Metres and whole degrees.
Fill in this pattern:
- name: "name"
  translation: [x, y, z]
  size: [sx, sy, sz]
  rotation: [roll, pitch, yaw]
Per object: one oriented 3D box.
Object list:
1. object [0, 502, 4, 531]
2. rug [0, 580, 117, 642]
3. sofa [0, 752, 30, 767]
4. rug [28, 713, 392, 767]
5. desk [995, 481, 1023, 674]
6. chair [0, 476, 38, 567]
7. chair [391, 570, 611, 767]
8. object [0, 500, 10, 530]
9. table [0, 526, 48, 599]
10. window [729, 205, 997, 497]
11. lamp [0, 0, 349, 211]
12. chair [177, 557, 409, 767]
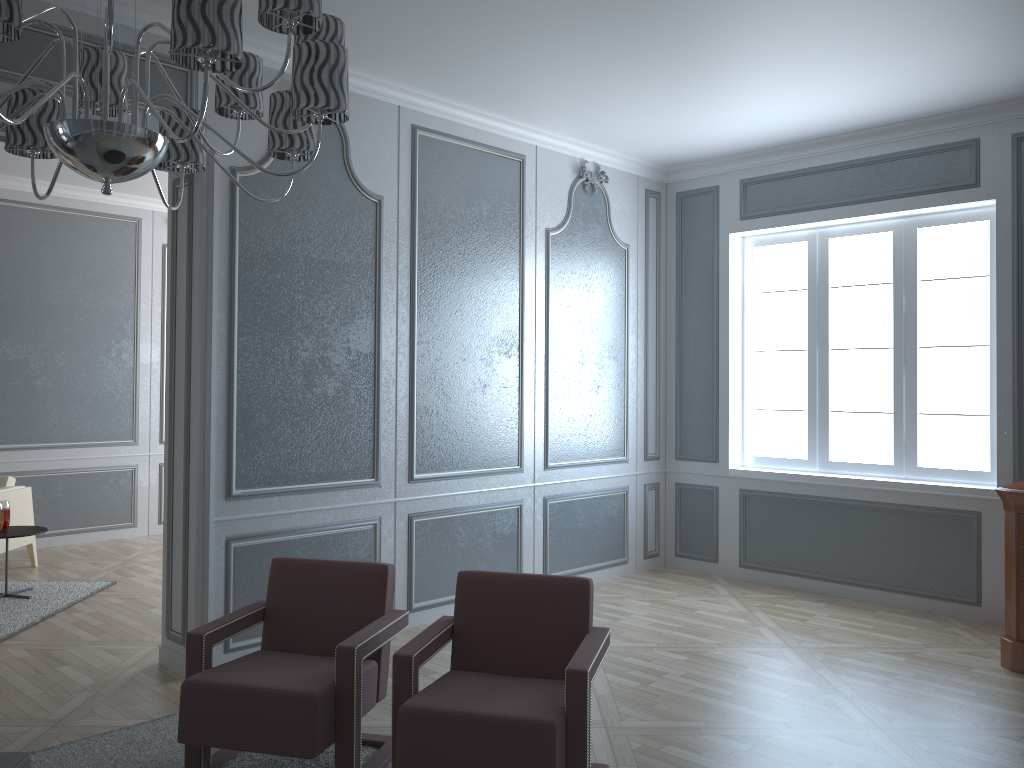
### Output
- name: "object"
  translation: [-2.950, 0.764, 5.071]
  size: [0.075, 0.166, 0.075]
  rotation: [0, -1, 33]
- name: "rug"
  translation: [-3.446, 1.222, 4.498]
  size: [2.000, 0.010, 2.000]
  rotation: [0, 0, -1]
- name: "sofa"
  translation: [-1.425, 0.890, 0.975]
  size: [0.810, 0.668, 2.204]
  rotation: [0, 0, -6]
- name: "rug"
  translation: [-0.578, 1.235, 1.706]
  size: [3.204, 0.010, 2.018]
  rotation: [0, 0, 44]
- name: "desk"
  translation: [3.077, 0.871, 3.581]
  size: [1.875, 0.800, 0.773]
  rotation: [0, -1, 44]
- name: "chair"
  translation: [-3.626, 0.917, 5.628]
  size: [0.855, 0.621, 0.737]
  rotation: [0, -1, -1]
- name: "chair"
  translation: [-0.028, 0.928, 2.650]
  size: [0.576, 0.620, 0.606]
  rotation: [0, -1, 14]
- name: "object"
  translation: [-2.961, 0.764, 5.157]
  size: [0.075, 0.166, 0.075]
  rotation: [0, -1, 3]
- name: "table"
  translation: [-2.904, 1.039, 5.097]
  size: [0.414, 0.385, 0.414]
  rotation: [0, -1, 2]
- name: "window"
  translation: [2.120, -0.195, 5.388]
  size: [1.600, 1.582, 0.349]
  rotation: [0, -1, 44]
- name: "lamp"
  translation: [-0.830, -0.946, 1.822]
  size: [0.976, 1.120, 0.976]
  rotation: [0, -1, 33]
- name: "chair"
  translation: [-0.700, 0.924, 2.853]
  size: [0.576, 0.620, 0.606]
  rotation: [0, -1, 14]
